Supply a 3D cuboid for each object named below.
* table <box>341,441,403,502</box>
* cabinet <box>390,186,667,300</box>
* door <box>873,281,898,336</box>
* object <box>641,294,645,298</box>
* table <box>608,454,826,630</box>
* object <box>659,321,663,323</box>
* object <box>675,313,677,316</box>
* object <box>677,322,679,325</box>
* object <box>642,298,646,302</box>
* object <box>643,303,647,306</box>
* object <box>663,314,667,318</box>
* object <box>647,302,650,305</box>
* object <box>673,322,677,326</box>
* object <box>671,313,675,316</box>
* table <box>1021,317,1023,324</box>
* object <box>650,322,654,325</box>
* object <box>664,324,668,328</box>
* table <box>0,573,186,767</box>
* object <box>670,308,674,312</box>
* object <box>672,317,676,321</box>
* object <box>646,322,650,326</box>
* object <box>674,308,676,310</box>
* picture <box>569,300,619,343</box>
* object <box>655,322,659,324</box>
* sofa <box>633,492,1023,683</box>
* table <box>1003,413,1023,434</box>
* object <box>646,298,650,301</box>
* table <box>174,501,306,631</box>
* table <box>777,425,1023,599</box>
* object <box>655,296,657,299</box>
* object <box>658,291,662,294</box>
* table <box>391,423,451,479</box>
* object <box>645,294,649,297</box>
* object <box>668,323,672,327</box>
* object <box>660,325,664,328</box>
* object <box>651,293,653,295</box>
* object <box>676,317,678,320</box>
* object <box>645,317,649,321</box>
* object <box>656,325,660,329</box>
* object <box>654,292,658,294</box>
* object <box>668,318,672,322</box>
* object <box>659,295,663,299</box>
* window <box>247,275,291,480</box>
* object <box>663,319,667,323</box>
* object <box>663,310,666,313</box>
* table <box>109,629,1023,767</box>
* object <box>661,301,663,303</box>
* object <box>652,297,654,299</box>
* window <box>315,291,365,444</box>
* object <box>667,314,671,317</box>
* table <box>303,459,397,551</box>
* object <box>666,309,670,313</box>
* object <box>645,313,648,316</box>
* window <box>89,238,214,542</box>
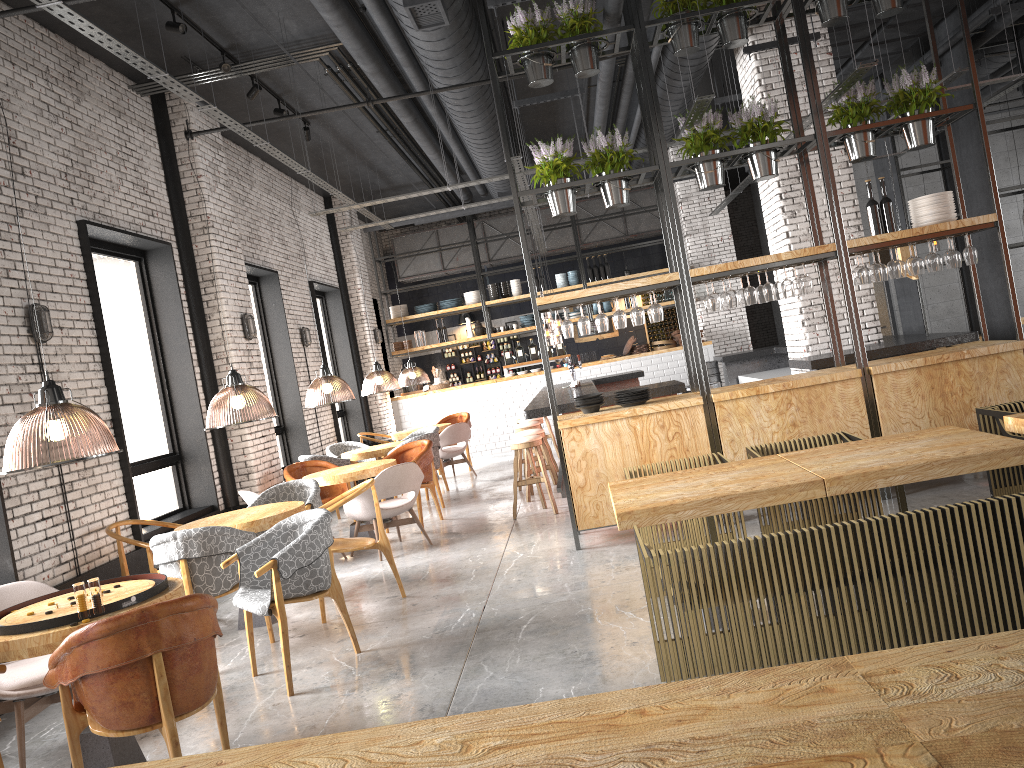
[{"bbox_3d":[-1.623,1.199,11.205,0.934,0.809,0.930,-11,1,-38],"label":"table"},{"bbox_3d":[0.485,-2.768,18.847,5.862,1.768,0.682,-10,0,4],"label":"cabinet"},{"bbox_3d":[6.552,-1.062,16.488,1.119,2.103,0.158,-10,0,4],"label":"door"},{"bbox_3d":[2.852,-1.927,19.299,0.079,0.079,0.284,-10,1,4],"label":"object"},{"bbox_3d":[1.094,0.896,4.756,0.996,0.763,1.001,-10,1,4],"label":"table"},{"bbox_3d":[3.240,-1.355,19.243,0.079,0.079,0.284,-10,1,4],"label":"object"},{"bbox_3d":[3.593,-1.525,19.238,0.079,0.079,0.284,-10,1,4],"label":"object"},{"bbox_3d":[3.632,-1.319,19.255,0.079,0.079,0.284,-10,1,4],"label":"object"},{"bbox_3d":[2.871,-1.824,19.304,0.079,0.079,0.284,-10,1,4],"label":"object"},{"bbox_3d":[2.890,-1.720,19.300,0.079,0.079,0.284,-10,1,4],"label":"object"},{"bbox_3d":[3.314,-1.475,19.236,0.079,0.079,0.284,-10,1,4],"label":"object"},{"bbox_3d":[2.981,-1.736,19.278,0.079,0.079,0.284,-10,1,4],"label":"object"},{"bbox_3d":[3.538,-1.302,19.246,0.079,0.079,0.284,-10,1,4],"label":"object"},{"bbox_3d":[3.499,-1.508,19.226,0.079,0.079,0.284,-10,1,4],"label":"object"},{"bbox_3d":[8.990,-0.739,13.275,1.000,0.763,4.137,-10,1,4],"label":"table"},{"bbox_3d":[3.057,-1.323,19.300,0.079,0.079,0.284,-10,1,4],"label":"object"},{"bbox_3d":[3.352,-1.269,19.260,0.079,0.079,0.284,-10,1,4],"label":"object"},{"bbox_3d":[-1.960,1.355,4.120,0.934,0.973,0.930,-11,1,-43],"label":"table"},{"bbox_3d":[3.482,-1.612,19.245,0.079,0.079,0.284,-10,1,4],"label":"object"},{"bbox_3d":[3.518,-1.404,19.223,0.079,0.079,0.284,-10,1,4],"label":"object"},{"bbox_3d":[2.963,-1.306,19.287,0.079,0.079,0.284,-10,1,4],"label":"object"},{"bbox_3d":[3.576,-1.629,19.254,0.079,0.079,0.284,-10,1,4],"label":"object"},{"bbox_3d":[1.787,-1.534,19.648,0.980,1.142,0.021,-10,0,4],"label":"picture"},{"bbox_3d":[3.150,-1.340,19.288,0.079,0.079,0.284,-10,1,4],"label":"object"},{"bbox_3d":[1.488,0.868,3.722,1.805,0.730,0.640,-10,1,4],"label":"sofa"},{"bbox_3d":[3.358,0.493,4.590,0.996,0.763,1.001,-10,1,4],"label":"table"},{"bbox_3d":[2.963,-1.840,19.277,0.079,0.079,0.284,-10,1,4],"label":"object"},{"bbox_3d":[-1.931,1.372,6.544,0.934,0.809,0.930,-11,1,-38],"label":"table"},{"bbox_3d":[2.078,0.721,4.683,0.996,0.763,1.001,-10,1,4],"label":"table"},{"bbox_3d":[3.148,-1.873,19.264,0.079,0.079,0.284,-10,1,4],"label":"object"},{"bbox_3d":[3.223,-1.993,19.272,0.079,0.079,0.284,-10,1,4],"label":"object"},{"bbox_3d":[-1.319,1.084,13.593,0.934,0.809,0.930,-11,1,-43],"label":"table"},{"bbox_3d":[2.942,-1.942,19.254,0.079,0.079,0.284,-10,1,4],"label":"object"},{"bbox_3d":[3.447,-1.286,19.273,0.079,0.079,0.284,-10,1,4],"label":"object"},{"bbox_3d":[3.260,-1.252,19.267,0.079,0.079,0.284,-10,1,4],"label":"object"},{"bbox_3d":[3.035,-1.959,19.251,0.079,0.079,0.284,-10,1,4],"label":"object"},{"bbox_3d":[3.613,-1.422,19.255,0.079,0.079,0.284,-10,1,4],"label":"object"},{"bbox_3d":[2.946,-1.410,19.302,0.079,0.079,0.284,-10,1,4],"label":"object"},{"bbox_3d":[3.166,-1.235,19.264,0.079,0.079,0.284,-10,1,4],"label":"object"},{"bbox_3d":[3.129,-1.976,19.263,0.079,0.079,0.284,-10,1,4],"label":"object"},{"bbox_3d":[3.428,-1.389,19.268,0.079,0.079,0.284,-10,1,4],"label":"object"},{"bbox_3d":[3.239,-1.889,19.238,0.079,0.079,0.284,-10,1,4],"label":"object"},{"bbox_3d":[-3.230,-0.114,11.313,0.365,2.696,1.535,-10,1,4],"label":"window"},{"bbox_3d":[3.332,-1.371,19.240,0.079,0.079,0.284,-10,1,4],"label":"object"},{"bbox_3d":[3.298,-1.580,19.274,0.079,0.079,0.284,-10,1,4],"label":"object"},{"bbox_3d":[-0.074,1.185,1.632,4.134,0.763,1.001,-10,1,4],"label":"table"},{"bbox_3d":[3.259,-1.786,19.257,0.079,0.079,0.284,-10,1,4],"label":"object"},{"bbox_3d":[3.056,-1.857,19.286,0.079,0.079,0.284,-10,1,4],"label":"object"},{"bbox_3d":[-3.005,-0.235,14.508,0.365,2.696,1.535,-10,1,4],"label":"window"},{"bbox_3d":[3.408,-1.492,19.252,0.079,0.079,0.284,-10,1,4],"label":"object"},{"bbox_3d":[-1.553,1.245,8.882,0.934,0.809,0.930,-11,1,-38],"label":"table"},{"bbox_3d":[3.390,-1.596,19.267,0.079,0.079,0.284,-10,1,4],"label":"object"},{"bbox_3d":[2.925,-1.513,19.277,0.079,0.079,0.284,-10,1,4],"label":"object"},{"bbox_3d":[-3.454,0.007,8.122,0.365,2.696,1.535,-10,1,4],"label":"window"}]
